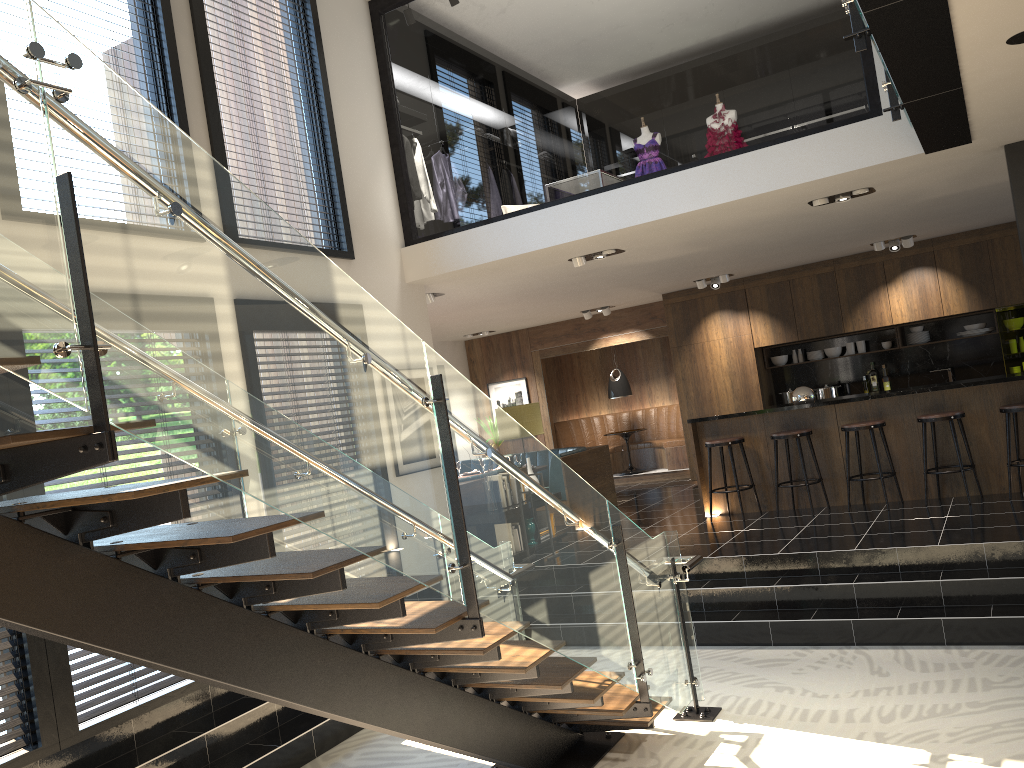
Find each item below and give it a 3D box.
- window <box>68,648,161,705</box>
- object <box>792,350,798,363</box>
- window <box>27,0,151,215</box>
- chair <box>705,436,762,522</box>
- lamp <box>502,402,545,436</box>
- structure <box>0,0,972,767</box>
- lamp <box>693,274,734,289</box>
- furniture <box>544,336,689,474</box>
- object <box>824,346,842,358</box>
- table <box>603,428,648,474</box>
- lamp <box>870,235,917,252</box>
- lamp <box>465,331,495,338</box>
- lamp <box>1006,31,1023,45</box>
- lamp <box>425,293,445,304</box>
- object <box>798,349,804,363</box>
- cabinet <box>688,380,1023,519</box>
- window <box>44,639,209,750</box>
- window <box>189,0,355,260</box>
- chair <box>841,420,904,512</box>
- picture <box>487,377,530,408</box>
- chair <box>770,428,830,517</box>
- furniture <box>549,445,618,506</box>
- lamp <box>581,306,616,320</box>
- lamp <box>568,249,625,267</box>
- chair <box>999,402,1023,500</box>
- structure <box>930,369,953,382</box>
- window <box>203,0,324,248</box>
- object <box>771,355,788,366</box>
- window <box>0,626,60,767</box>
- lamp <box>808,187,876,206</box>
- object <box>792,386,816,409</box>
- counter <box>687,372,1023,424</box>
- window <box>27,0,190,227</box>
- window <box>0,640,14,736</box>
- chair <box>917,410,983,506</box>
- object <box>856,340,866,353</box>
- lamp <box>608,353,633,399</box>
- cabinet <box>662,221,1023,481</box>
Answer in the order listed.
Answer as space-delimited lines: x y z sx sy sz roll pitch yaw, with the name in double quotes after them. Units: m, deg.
-2.409 0.708 5.471 0.005 2.296 1.312 -9 -1 29 "window"
3.879 -0.376 12.162 0.060 0.185 0.060 -8 -1 -29 "object"
-2.812 -2.116 5.568 0.005 2.296 1.220 -9 -1 29 "window"
2.193 0.950 8.908 0.413 0.799 0.412 -10 -1 38 "chair"
0.073 0.927 8.249 0.636 1.444 0.438 -8 -1 -35 "lamp"
0.175 -0.005 3.286 3.450 4.867 7.275 -9 -2 28 "structure"
2.597 -1.367 11.422 0.502 0.294 0.349 -10 -2 29 "lamp"
1.939 0.241 14.418 2.641 2.334 1.174 -9 -1 29 "furniture"
4.322 -0.419 11.914 0.233 0.138 0.234 -7 -2 -41 "object"
1.841 1.068 13.998 0.702 0.643 0.702 -9 -1 4 "table"
4.456 -1.690 10.367 0.502 0.280 0.349 -10 -2 29 "lamp"
-0.523 -0.850 14.142 0.502 0.213 0.349 -10 -2 29 "lamp"
2.340 -1.602 3.865 0.347 0.158 0.195 -10 -2 29 "lamp"
-0.957 -0.914 9.131 0.502 0.248 0.349 -10 -2 29 "lamp"
3.945 -0.387 12.125 0.060 0.185 0.060 -9 -1 -2 "object"
3.603 0.624 8.611 3.567 0.994 0.698 -10 -1 29 "cabinet"
-2.352 0.698 5.429 0.358 2.475 1.497 -9 -1 29 "window"
-1.986 -2.203 6.909 0.358 2.475 1.392 -9 -1 29 "window"
3.330 0.757 8.262 0.413 0.799 0.412 -10 -1 38 "chair"
-0.028 0.393 14.670 0.749 0.911 0.028 -9 -1 29 "picture"
2.762 0.854 8.585 0.413 0.799 0.412 -10 -1 38 "chair"
-0.164 1.368 11.366 2.612 0.822 1.364 -10 -2 29 "furniture"
1.267 -1.120 13.128 0.502 0.280 0.349 -10 -2 29 "lamp"
0.772 -1.216 8.149 0.502 0.231 0.349 -10 -2 29 "lamp"
4.467 0.564 7.617 0.413 0.799 0.412 -10 -1 38 "chair"
5.345 -0.059 11.028 0.243 0.231 0.173 -9 -1 29 "structure"
-2.043 -2.193 6.950 0.005 2.296 1.220 -9 -1 29 "window"
3.707 -0.316 12.263 0.234 0.138 0.233 -10 -2 32 "object"
-3.077 0.770 4.124 0.358 2.475 1.497 -9 -1 29 "window"
2.628 -1.550 7.094 0.502 0.194 0.349 -10 -2 29 "lamp"
2.884 0.136 8.766 0.227 0.228 0.227 -8 -1 -10 "object"
3.523 0.112 8.620 3.577 0.041 0.698 -10 -2 29 "counter"
-2.755 -2.126 5.526 0.358 2.475 1.392 -9 -1 29 "window"
-3.135 0.780 4.166 0.005 2.296 1.312 -9 -1 29 "window"
3.899 0.660 7.940 0.413 0.799 0.412 -10 -1 38 "chair"
4.616 -0.488 11.719 0.109 0.161 0.109 -10 -2 42 "object"
1.640 -0.266 14.002 0.389 0.973 0.389 -8 -1 -17 "lamp"
5.478 -0.450 11.081 6.899 2.689 0.869 -10 -1 29 "cabinet"
